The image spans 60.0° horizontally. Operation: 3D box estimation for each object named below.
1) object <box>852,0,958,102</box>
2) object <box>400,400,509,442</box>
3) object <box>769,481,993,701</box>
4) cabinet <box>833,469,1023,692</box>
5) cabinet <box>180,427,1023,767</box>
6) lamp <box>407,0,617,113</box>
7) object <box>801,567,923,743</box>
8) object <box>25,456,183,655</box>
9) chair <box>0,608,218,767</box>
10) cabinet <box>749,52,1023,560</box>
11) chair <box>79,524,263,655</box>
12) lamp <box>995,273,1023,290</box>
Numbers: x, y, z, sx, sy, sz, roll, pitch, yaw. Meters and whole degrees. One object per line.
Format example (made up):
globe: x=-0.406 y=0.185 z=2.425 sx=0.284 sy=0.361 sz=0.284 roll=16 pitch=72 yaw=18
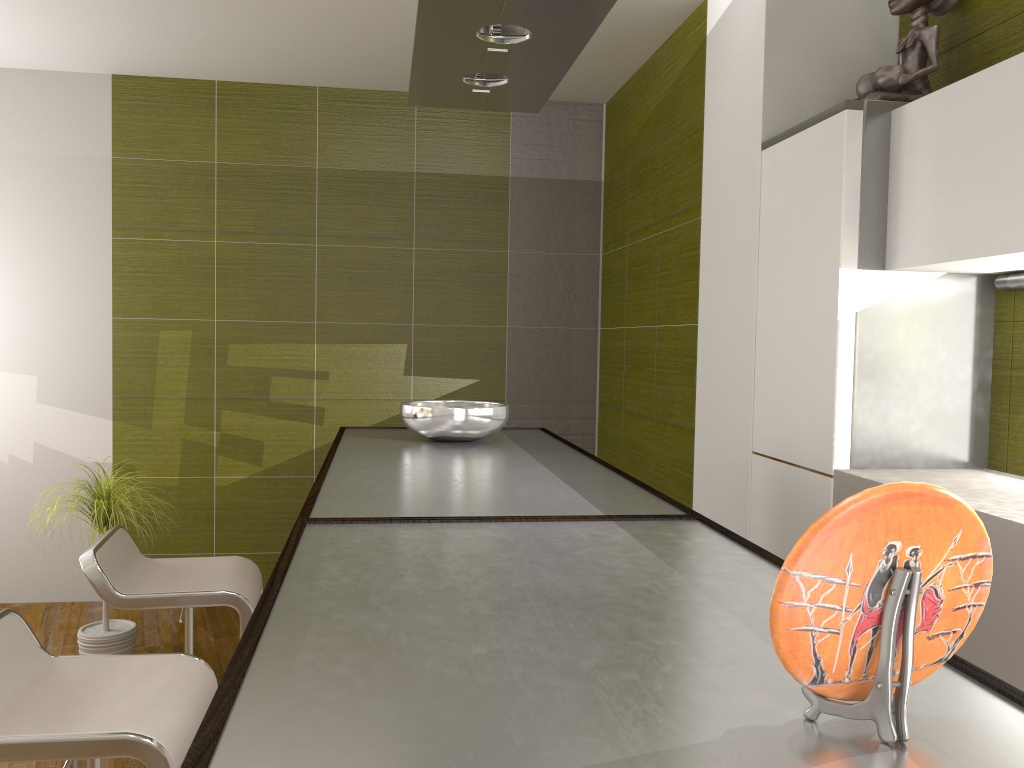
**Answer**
object: x=1.158 y=-1.019 z=2.636 sx=0.304 sy=0.488 sz=0.195 roll=1 pitch=3 yaw=-11
object: x=-0.166 y=0.109 z=2.559 sx=0.311 sy=0.105 sz=0.311 roll=1 pitch=3 yaw=5
object: x=0.278 y=0.158 z=0.665 sx=0.184 sy=0.178 sz=0.055 roll=1 pitch=3 yaw=-12
cabinet: x=1.314 y=0.853 z=1.042 sx=0.465 sy=1.086 sz=2.940 roll=1 pitch=3 yaw=-8
cabinet: x=-0.019 y=0.781 z=1.459 sx=0.663 sy=1.134 sz=2.947 roll=1 pitch=3 yaw=-8
lamp: x=0.034 y=-0.972 z=1.340 sx=0.326 sy=0.683 sz=1.677 roll=1 pitch=3 yaw=-8
object: x=0.277 y=0.196 z=0.667 sx=0.088 sy=0.131 sz=0.072 roll=0 pitch=3 yaw=-13
object: x=-1.667 y=0.758 z=3.646 sx=0.585 sy=0.904 sz=0.606 roll=-1 pitch=4 yaw=-40
chair: x=-0.820 y=0.893 z=1.693 sx=0.460 sy=0.857 sz=0.418 roll=1 pitch=3 yaw=-8
cabinet: x=1.407 y=0.340 z=1.299 sx=0.724 sy=2.089 sz=3.471 roll=1 pitch=3 yaw=-8
chair: x=-0.943 y=0.850 z=2.529 sx=0.460 sy=0.857 sz=0.418 roll=0 pitch=3 yaw=-13
lamp: x=1.391 y=-0.259 z=2.073 sx=0.041 sy=0.041 sz=0.715 roll=1 pitch=3 yaw=-8
